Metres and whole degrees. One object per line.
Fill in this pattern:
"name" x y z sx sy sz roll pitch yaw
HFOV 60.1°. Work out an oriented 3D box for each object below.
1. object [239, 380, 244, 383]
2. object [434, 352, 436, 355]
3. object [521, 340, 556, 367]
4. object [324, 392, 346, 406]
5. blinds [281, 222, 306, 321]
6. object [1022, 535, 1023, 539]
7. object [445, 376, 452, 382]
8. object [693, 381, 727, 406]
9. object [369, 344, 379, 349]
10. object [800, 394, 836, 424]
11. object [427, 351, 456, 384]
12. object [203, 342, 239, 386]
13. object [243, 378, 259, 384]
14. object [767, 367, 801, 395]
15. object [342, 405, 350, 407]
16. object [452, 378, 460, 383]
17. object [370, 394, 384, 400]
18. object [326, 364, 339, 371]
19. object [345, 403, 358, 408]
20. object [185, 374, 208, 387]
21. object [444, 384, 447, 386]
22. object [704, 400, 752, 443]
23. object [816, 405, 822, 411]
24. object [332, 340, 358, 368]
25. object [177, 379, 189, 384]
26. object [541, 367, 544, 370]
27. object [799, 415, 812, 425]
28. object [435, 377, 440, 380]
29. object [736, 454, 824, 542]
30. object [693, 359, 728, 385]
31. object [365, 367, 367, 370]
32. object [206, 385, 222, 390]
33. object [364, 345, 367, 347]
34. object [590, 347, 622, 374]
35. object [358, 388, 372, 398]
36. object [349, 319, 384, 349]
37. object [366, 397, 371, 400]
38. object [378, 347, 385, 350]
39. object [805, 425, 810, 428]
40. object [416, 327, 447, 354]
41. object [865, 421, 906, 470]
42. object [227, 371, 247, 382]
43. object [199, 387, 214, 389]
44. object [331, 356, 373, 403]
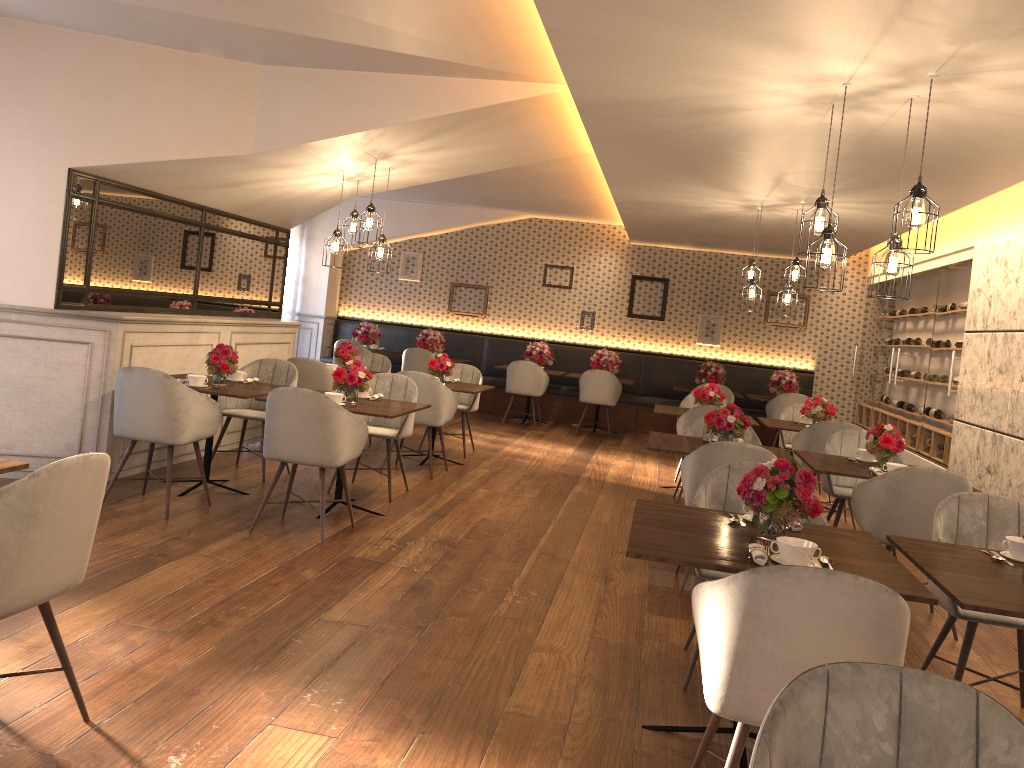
"object" -1.902 -0.022 6.328 0.025 0.024 0.193 7 4 10
"object" -1.106 -0.430 12.755 0.148 0.072 0.149 4 4 -33
"object" 0.370 -0.401 12.197 0.419 0.425 0.407 5 3 -37
"object" -1.121 0.096 5.581 0.148 0.072 0.149 5 4 -23
"blinds" -3.265 -1.291 12.933 0.134 2.696 0.618 7 1 10
"object" 1.847 0.508 2.896 0.306 0.301 0.234 8 3 32
"object" -0.647 -0.064 8.473 0.148 0.072 0.149 5 4 -23
"object" 1.803 0.123 8.067 0.305 0.301 0.235 6 2 -13
"object" -2.013 -0.543 12.915 0.148 0.072 0.149 4 4 -33
"object" 2.727 0.241 7.872 0.306 0.301 0.234 8 3 32
"object" -0.644 -0.153 8.123 0.235 0.301 0.305 8 3 29
"object" -1.969 -0.144 5.988 0.234 0.301 0.306 6 3 -15
"object" -1.866 -0.025 6.332 0.056 0.039 0.176 7 4 10
"object" 3.553 0.000 11.556 0.419 0.425 0.407 5 3 -37
"object" -1.044 0.139 5.594 0.022 0.004 0.211 7 4 10
"object" -0.537 -0.033 8.453 0.056 0.039 0.176 7 4 10
"object" -0.941 0.090 6.168 0.056 0.039 0.176 7 4 10
"object" -1.642 -0.142 8.031 0.148 0.072 0.149 5 4 -23
"object" -1.018 0.137 5.582 0.043 0.015 0.197 7 4 13
"object" -2.046 -0.019 5.745 0.148 0.072 0.149 5 4 -23
"object" -0.614 0.013 7.868 0.043 0.015 0.197 7 4 13
"object" 1.372 0.255 5.626 0.305 0.301 0.235 6 2 -13
"object" 2.691 0.211 7.801 0.048 0.052 0.076 6 3 -11
"object" -1.565 -0.267 8.273 0.234 0.301 0.306 6 3 -15
"object" -2.159 -0.016 5.765 0.056 0.039 0.176 7 4 10
"object" 0.422 -0.223 12.484 0.056 0.039 0.176 7 4 10
"object" 2.733 0.335 8.181 0.148 0.072 0.149 6 4 -13
"object" -0.717 -0.027 7.867 0.148 0.072 0.149 5 4 -23
"object" 0.923 0.392 3.089 0.306 0.301 0.233 9 3 42
"object" 2.631 -0.114 11.708 0.419 0.425 0.407 4 3 -38
"object" -1.462 -0.148 8.617 0.056 0.039 0.176 7 4 10
"object" -1.943 0.022 5.746 0.043 0.015 0.197 7 4 13
"object" -2.084 -0.507 12.310 0.148 0.072 0.149 4 4 -33
"object" 1.265 -0.283 11.937 0.420 0.425 0.405 7 3 12
"object" -1.051 0.060 6.187 0.148 0.072 0.149 5 4 -23
"object" -2.062 -0.697 12.543 0.419 0.425 0.407 4 3 -38
"object" -0.977 0.094 6.164 0.025 0.024 0.193 7 4 10
"object" -1.904 -0.513 12.896 0.056 0.039 0.176 7 4 10
"object" 2.549 0.374 7.595 0.056 0.039 0.176 7 4 10
"object" -1.135 -0.582 12.373 0.419 0.425 0.406 6 2 -2
"object" 2.299 0.373 5.432 0.234 0.301 0.305 7 3 11
"object" -1.975 -0.056 6.351 0.148 0.072 0.149 5 4 -23
"object" -1.969 0.024 5.758 0.022 0.004 0.211 7 4 10
"object" -1.048 -0.030 5.837 0.235 0.301 0.305 8 3 29
